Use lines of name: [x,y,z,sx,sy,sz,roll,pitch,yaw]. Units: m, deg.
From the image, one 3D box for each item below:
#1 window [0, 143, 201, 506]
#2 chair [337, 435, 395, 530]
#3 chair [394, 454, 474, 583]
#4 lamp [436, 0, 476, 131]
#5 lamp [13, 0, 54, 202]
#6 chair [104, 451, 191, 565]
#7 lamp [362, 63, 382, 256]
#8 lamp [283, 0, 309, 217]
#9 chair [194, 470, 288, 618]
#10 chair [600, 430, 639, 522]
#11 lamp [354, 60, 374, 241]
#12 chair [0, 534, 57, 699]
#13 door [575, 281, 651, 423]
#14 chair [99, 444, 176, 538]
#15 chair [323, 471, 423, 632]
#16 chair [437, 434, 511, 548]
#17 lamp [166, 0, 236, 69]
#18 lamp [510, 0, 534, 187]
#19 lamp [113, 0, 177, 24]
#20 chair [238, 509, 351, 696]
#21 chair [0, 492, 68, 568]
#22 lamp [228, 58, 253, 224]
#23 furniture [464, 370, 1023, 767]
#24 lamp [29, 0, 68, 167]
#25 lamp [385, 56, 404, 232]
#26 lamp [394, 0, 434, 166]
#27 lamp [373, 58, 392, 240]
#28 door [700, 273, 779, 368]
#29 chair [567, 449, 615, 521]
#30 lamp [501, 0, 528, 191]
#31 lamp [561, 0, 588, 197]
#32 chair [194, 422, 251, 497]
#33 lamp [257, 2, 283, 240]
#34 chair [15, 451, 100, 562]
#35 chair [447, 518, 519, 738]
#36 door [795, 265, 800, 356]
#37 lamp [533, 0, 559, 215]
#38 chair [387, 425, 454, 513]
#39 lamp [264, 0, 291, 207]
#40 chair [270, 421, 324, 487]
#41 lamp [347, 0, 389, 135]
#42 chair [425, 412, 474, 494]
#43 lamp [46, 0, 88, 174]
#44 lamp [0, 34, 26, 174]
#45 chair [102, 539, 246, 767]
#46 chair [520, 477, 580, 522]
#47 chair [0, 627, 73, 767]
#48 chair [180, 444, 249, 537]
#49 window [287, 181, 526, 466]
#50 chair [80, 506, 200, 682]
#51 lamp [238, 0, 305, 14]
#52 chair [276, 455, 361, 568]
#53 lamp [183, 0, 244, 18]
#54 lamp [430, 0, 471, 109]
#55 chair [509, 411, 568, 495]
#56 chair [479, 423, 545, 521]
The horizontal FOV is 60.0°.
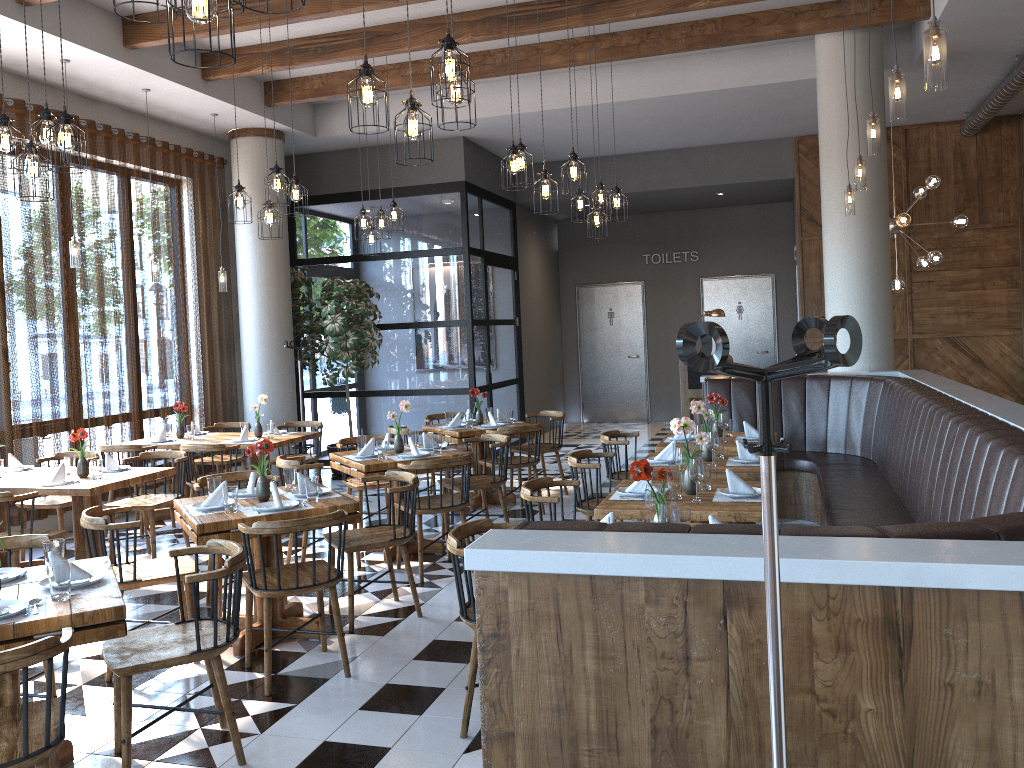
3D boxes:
window: [-4.883,-0.218,2.380,4.493,3.161,15.149,-3,3,-6]
chair: [-1.149,0.860,7.328,0.520,0.816,0.550,-3,2,-28]
chair: [-0.543,0.901,6.190,0.520,0.816,0.550,-3,2,-28]
lamp: [-0.308,-2.254,4.188,0.175,2.069,0.175,-3,1,-23]
lamp: [-2.565,-2.006,4.657,0.175,2.069,0.175,-2,1,36]
chair: [-2.800,0.962,6.868,0.519,0.816,0.550,-2,2,17]
lamp: [-1.424,-2.303,8.720,0.175,2.069,0.175,-2,1,30]
lamp: [-1.732,-2.355,6.920,0.175,2.069,0.175,-3,1,0]
chair: [-1.689,0.991,5.549,0.520,0.816,0.550,-3,2,-28]
chair: [0.982,0.788,6.921,0.549,0.816,0.520,-2,2,17]
lamp: [-1.466,-2.419,8.499,0.175,2.069,0.175,-3,1,-4]
chair: [-2.211,1.119,3.828,0.520,0.816,0.550,-3,2,-28]
door: [1.717,-0.532,15.146,1.206,2.392,0.114,-2,1,17]
chair: [-3.360,0.923,7.927,0.519,0.816,0.550,-2,2,17]
chair: [-0.818,0.968,5.283,0.550,0.816,0.519,-4,2,-28]
chair: [-0.278,0.836,7.062,0.550,0.816,0.519,-4,2,-28]
lamp: [-0.920,-1.949,2.489,0.175,2.069,0.175,-2,1,35]
lamp: [0.027,-2.455,6.328,0.175,2.069,0.175,-3,1,0]
lamp: [-1.121,-2.120,2.581,0.175,2.069,0.175,-2,1,24]
chair: [-1.082,1.033,4.411,0.520,0.816,0.550,-3,2,-28]
chair: [-3.180,1.054,5.619,0.519,0.816,0.550,-2,2,17]
lamp: [-2.163,-2.291,6.898,0.175,2.069,0.175,-3,1,-22]
furniture: [1.785,0.704,4.961,1.916,1.149,6.600,-2,3,17]
lamp: [-2.605,-2.249,4.883,0.175,2.069,0.175,-2,1,36]
lamp: [-1.209,-2.547,8.770,0.175,2.069,0.175,-2,1,30]
lamp: [-0.500,-2.067,4.114,0.175,2.069,0.175,-3,1,-12]
lamp: [-1.355,-2.493,8.917,0.175,2.069,0.175,-2,1,18]
door: [3.737,-0.586,14.530,1.206,2.392,0.114,-2,1,17]
chair: [0.662,0.866,5.867,0.549,0.816,0.520,-2,2,17]
lamp: [-0.025,-2.384,6.128,0.175,2.069,0.175,-3,1,-11]
lamp: [0.398,-2.366,6.235,0.175,2.069,0.175,-3,1,-33]
chair: [-2.981,0.830,9.176,0.519,0.816,0.550,-2,2,17]
lamp: [-1.939,-2.172,6.934,0.175,2.069,0.175,-2,1,12]
chair: [-3.607,0.983,7.114,0.519,0.816,0.550,-2,2,17]
chair: [0.022,1.023,3.759,0.549,0.816,0.520,-2,2,17]
door: [4.243,-0.524,13.139,0.114,2.392,1.208,-2,2,17]
lamp: [0.196,-2.222,6.162,0.175,2.069,0.175,-3,1,0]
chair: [-0.865,0.790,8.265,0.550,0.816,0.519,-4,2,-28]
lamp: [-1.827,-2.396,6.733,0.175,2.069,0.175,-2,1,12]
chair: [-2.174,0.809,8.930,0.519,0.816,0.550,-2,2,17]
lamp: [-0.693,-2.182,3.992,0.175,2.069,0.175,-2,1,44]
chair: [-0.600,0.726,9.137,0.520,0.816,0.550,-3,2,-28]
lamp: [-2.358,-2.143,4.594,0.175,2.069,0.175,-3,1,3]
lamp: [-2.764,-2.178,4.753,0.175,2.069,0.175,-2,1,25]
chair: [-1.340,1.096,3.562,0.550,0.816,0.519,-4,2,-28]
chair: [0.342,0.944,4.813,0.549,0.816,0.520,-2,2,17]
chair: [-1.605,1.160,2.690,0.520,0.816,0.550,-3,2,-28]
chair: [-2.554,0.901,7.681,0.519,0.816,0.550,-2,2,17]
window: [-1.438,-0.779,12.370,2.726,3.546,2.189,-2,2,17]
chair: [-1.954,1.056,4.677,0.550,0.816,0.519,-4,2,-28]
lamp: [-0.712,-2.086,2.430,0.175,2.069,0.175,-3,1,2]
chair: [-1.414,0.924,6.456,0.550,0.816,0.519,-4,2,-28]
lamp: [-0.964,-2.192,2.714,0.175,2.069,0.175,-2,1,35]
lamp: [-0.320,-2.297,3.979,0.175,2.069,0.175,-3,1,-12]
chair: [0.269,0.701,8.895,0.550,0.816,0.519,-4,2,-28]
chair: [0.006,0.767,7.999,0.520,0.816,0.550,-3,2,-28]
